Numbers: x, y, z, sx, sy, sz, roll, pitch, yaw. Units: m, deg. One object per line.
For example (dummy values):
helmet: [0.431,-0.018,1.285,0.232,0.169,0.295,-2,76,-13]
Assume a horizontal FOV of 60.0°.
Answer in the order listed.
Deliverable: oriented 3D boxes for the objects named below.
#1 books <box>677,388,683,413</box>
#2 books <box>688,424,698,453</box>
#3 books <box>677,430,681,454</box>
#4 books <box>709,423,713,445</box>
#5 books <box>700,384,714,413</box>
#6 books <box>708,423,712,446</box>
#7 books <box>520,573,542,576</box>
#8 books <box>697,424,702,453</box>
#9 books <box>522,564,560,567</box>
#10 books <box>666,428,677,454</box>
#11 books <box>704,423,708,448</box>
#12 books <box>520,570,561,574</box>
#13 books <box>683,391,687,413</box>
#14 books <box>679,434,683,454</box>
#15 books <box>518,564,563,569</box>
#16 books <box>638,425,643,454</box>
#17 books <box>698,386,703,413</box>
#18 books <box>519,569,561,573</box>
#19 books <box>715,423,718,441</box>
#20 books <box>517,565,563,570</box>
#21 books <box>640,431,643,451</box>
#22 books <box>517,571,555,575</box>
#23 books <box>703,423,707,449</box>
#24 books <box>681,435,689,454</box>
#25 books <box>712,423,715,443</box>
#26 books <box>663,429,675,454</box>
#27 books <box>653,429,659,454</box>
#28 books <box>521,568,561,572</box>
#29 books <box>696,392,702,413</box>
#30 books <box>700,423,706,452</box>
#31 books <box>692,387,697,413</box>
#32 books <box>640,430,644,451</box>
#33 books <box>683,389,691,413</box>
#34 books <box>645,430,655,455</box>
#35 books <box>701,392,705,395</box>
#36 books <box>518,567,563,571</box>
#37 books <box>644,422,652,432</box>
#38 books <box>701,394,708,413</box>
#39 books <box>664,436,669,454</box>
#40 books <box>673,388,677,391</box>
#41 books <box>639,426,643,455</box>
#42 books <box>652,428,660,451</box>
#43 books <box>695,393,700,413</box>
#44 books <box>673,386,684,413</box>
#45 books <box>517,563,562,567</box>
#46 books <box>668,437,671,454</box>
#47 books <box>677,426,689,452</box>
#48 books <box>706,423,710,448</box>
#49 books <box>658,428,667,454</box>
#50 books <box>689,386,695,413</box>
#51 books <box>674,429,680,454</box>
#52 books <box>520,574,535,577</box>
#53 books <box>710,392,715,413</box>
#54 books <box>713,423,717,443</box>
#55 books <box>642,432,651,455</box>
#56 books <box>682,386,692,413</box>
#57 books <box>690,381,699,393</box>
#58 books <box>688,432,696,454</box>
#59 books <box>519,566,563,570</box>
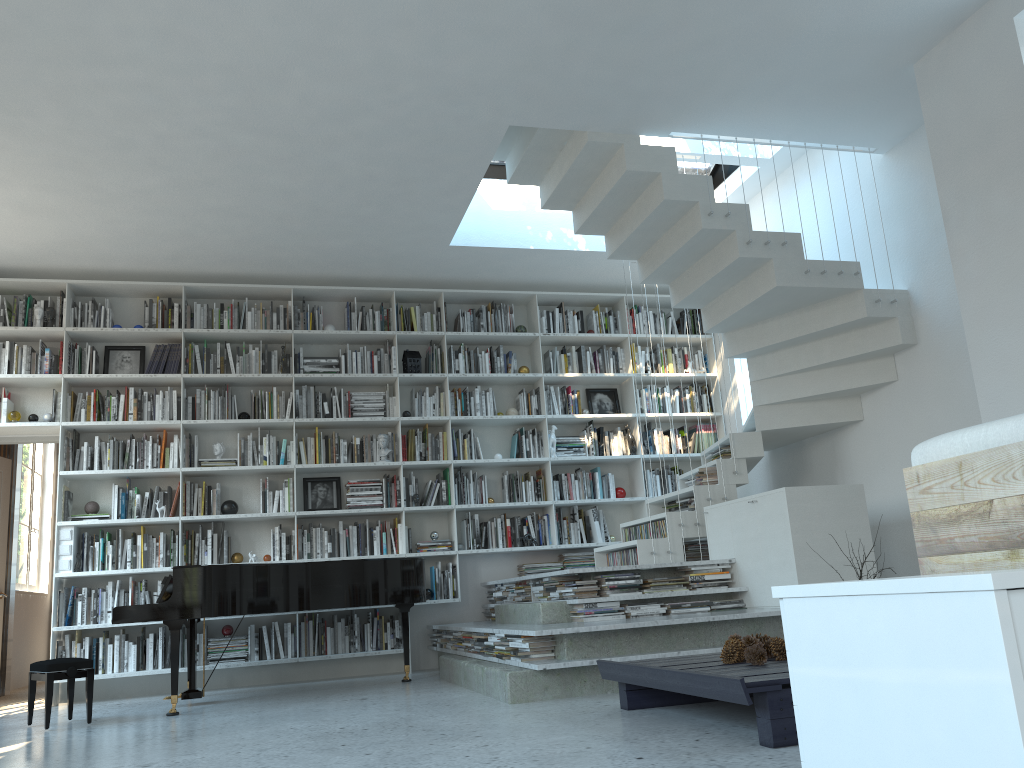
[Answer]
books: [1.515,0.184,8.167,0.023,0.257,0.184,0,-14,-16]
books: [1.655,0.526,8.118,0.072,0.291,0.169,0,-14,-16]
books: [1.495,0.551,8.088,0.025,0.248,0.134,0,-14,-16]
books: [1.803,0.521,8.155,0.018,0.292,0.169,0,-14,-16]
books: [1.800,0.166,8.249,0.042,0.291,0.186,0,-14,-16]
books: [1.784,0.522,8.155,0.018,0.292,0.169,0,-14,-16]
books: [0.235,1.598,7.464,0.308,0.008,0.195,-1,-14,-14]
books: [1.691,0.523,8.129,0.033,0.293,0.169,0,-14,-16]
books: [0.234,1.533,7.480,0.308,0.008,0.195,-1,-14,-14]
books: [1.438,0.543,8.062,0.029,0.258,0.172,0,-14,-16]
books: [1.749,0.523,8.145,0.018,0.292,0.169,0,-14,-16]
books: [0.237,1.582,7.460,0.308,0.008,0.195,1,-15,-21]
books: [1.568,0.199,8.199,0.028,0.236,0.146,0,-14,-16]
books: [1.515,0.572,8.092,0.014,0.206,0.138,0,-14,-16]
books: [0.234,1.540,7.479,0.345,0.007,0.194,-1,-14,-14]
books: [1.129,0.529,7.984,0.010,0.292,0.164,0,-14,-16]
books: [1.725,0.174,8.238,0.013,0.282,0.149,0,-14,-16]
books: [0.233,1.578,7.474,0.308,0.008,0.195,0,-14,-16]
books: [1.854,0.522,8.175,0.018,0.292,0.169,0,-14,-16]
books: [0.237,1.545,7.469,0.345,0.007,0.194,1,-15,-21]
books: [1.141,0.556,7.981,0.010,0.238,0.148,0,-14,-16]
books: [0.235,1.591,7.466,0.345,0.007,0.194,0,-14,-18]
books: [1.732,0.523,8.140,0.018,0.292,0.169,0,-14,-16]
books: [1.545,0.574,8.056,0.024,0.180,0.191,0,-14,-16]
books: [1.819,0.522,8.165,0.018,0.292,0.169,0,-14,-16]
books: [1.416,0.547,8.044,0.022,0.246,0.181,0,-14,-16]
books: [1.269,0.547,7.998,0.026,0.245,0.181,0,-14,-16]
books: [0.239,1.567,7.465,0.308,0.008,0.195,-2,-14,-11]
books: [1.699,0.203,8.216,0.025,0.219,0.178,0,-14,-16]
books: [1.718,0.519,8.122,0.018,0.292,0.169,0,-14,-16]
books: [1.649,0.178,8.200,0.028,0.267,0.174,0,-14,-16]
books: [1.146,0.538,7.997,0.010,0.278,0.148,0,-14,-16]
books: [1.596,0.189,8.198,0.025,0.252,0.160,0,-14,-16]
books: [1.234,0.549,7.989,0.022,0.242,0.171,0,-14,-16]
books: [1.767,0.204,8.263,0.024,0.229,0.131,0,-14,-16]
books: [0.237,1.561,7.471,0.345,0.007,0.194,1,-14,-19]
books: [1.243,0.515,8.020,0.012,0.321,0.142,0,-14,-16]
books: [1.752,0.212,8.219,0.029,0.195,0.192,0,-14,-16]
books: [1.370,0.574,8.019,0.023,0.189,0.170,0,-14,-16]
books: [1.524,0.183,8.195,0.010,0.273,0.130,0,-14,-16]
books: [1.117,0.533,7.963,0.025,0.276,0.161,0,-14,-16]
books: [1.289,0.540,8.018,0.022,0.265,0.157,0,-14,-16]
books: [1.677,0.205,8.200,0.025,0.211,0.189,0,-14,-16]
books: [1.541,0.173,8.198,0.024,0.291,0.132,0,-14,-16]
books: [0.233,1.526,7.482,0.345,0.007,0.194,0,-14,-18]
books: [1.390,0.581,8.046,0.030,0.184,0.137,0,-14,-16]
books: [1.558,0.534,8.099,0.026,0.277,0.170,0,-14,-16]
books: [1.768,0.522,8.146,0.018,0.292,0.169,0,-14,-16]
books: [1.330,0.539,8.016,0.056,0.261,0.177,0,-14,-16]
books: [1.628,0.174,8.198,0.013,0.276,0.188,0,-14,-16]
books: [1.478,0.547,8.081,0.012,0.253,0.161,0,-14,-16]
books: [0.236,1.604,7.457,0.308,0.008,0.195,-1,-14,-12]
books: [1.833,0.202,8.251,0.021,0.218,0.184,0,-14,-16]
books: [1.839,0.520,8.160,0.018,0.292,0.169,0,-14,-16]
books: [1.185,0.559,8.002,0.066,0.236,0.144,0,-14,-16]
books: [1.615,0.172,8.199,0.012,0.282,0.152,0,-14,-16]
books: [1.709,0.153,8.248,0.013,0.329,0.140,0,-14,-16]
books: [1.619,0.564,8.097,0.088,0.216,0.167,0,-14,-16]
books: [0.235,1.554,7.475,0.345,0.007,0.194,-1,-14,-14]
